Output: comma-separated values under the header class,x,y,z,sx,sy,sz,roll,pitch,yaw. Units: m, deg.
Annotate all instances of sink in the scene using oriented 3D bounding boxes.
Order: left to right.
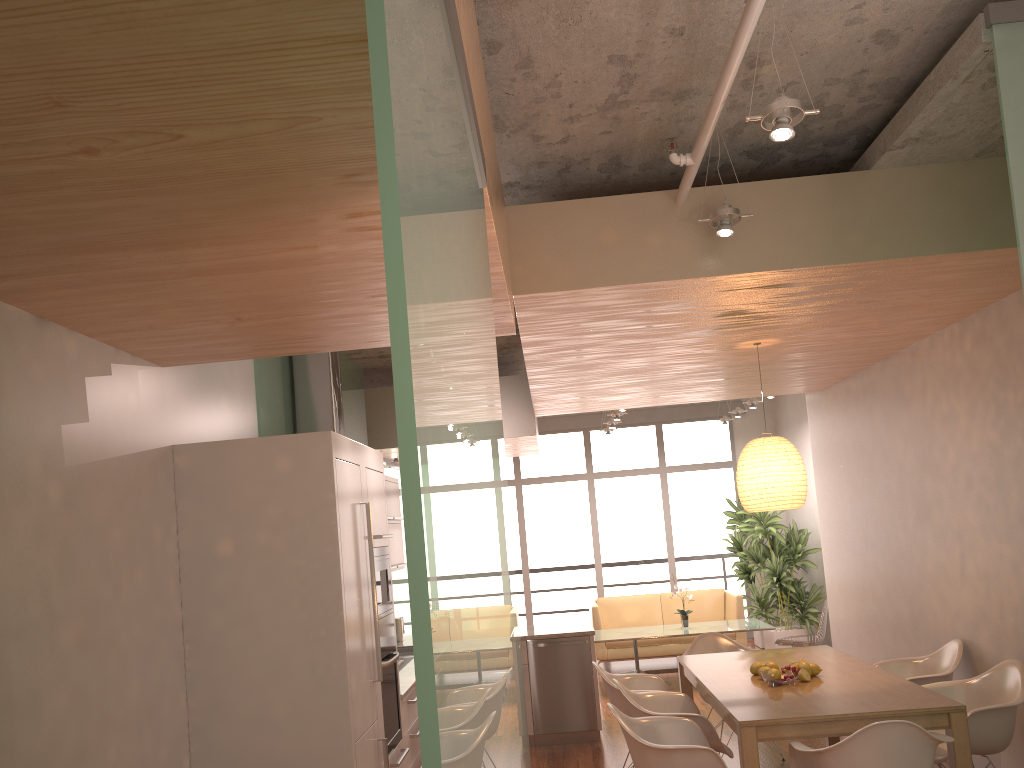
class,x,y,z,sx,sy,sz,roll,pitch,yaw
sink,-0.921,2.094,6.932,0.616,0.379,0.649,-5,-8,2

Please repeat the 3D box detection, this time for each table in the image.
class,x,y,z,sx,sy,sz,roll,pitch,yaw
table,1.825,2.936,9.558,1.872,0.555,0.949,-5,-8,3
table,1.639,2.076,5.045,1.026,0.802,2.093,-5,-9,2

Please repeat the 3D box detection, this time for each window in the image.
class,x,y,z,sx,sy,sz,roll,pitch,yaw
window,-0.863,2.250,12.478,8.566,3.257,0.062,-5,-4,3

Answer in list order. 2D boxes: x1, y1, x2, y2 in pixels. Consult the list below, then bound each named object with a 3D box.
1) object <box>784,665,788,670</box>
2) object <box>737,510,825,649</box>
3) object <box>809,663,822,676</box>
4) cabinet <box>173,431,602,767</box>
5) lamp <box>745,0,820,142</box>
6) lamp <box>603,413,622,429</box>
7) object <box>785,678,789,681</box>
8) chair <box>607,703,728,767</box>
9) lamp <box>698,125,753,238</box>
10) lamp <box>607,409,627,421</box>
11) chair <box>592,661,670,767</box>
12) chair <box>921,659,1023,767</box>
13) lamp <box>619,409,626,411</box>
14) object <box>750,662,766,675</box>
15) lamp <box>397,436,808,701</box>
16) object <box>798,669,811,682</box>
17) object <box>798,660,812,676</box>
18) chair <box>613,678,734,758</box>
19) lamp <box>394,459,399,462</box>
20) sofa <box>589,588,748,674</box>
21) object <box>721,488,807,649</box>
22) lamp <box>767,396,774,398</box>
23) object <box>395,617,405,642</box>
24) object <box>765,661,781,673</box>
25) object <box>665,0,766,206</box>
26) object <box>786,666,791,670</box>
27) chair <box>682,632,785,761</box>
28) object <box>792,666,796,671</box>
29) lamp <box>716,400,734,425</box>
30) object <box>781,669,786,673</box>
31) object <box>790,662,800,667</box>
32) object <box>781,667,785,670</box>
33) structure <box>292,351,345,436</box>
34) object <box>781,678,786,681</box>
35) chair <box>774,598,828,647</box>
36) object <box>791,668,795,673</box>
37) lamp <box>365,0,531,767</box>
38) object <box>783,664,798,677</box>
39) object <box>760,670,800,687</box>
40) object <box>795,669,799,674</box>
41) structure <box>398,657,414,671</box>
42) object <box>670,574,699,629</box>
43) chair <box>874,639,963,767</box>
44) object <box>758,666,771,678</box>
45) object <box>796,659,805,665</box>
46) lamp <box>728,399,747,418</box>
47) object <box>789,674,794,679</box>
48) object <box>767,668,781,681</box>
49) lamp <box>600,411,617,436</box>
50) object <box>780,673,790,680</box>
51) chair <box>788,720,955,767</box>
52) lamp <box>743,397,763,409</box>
class,x,y,z,sx,sy,sz,roll,pitch,yaw
object,1.562,1.612,5.018,0.025,0.026,0.026,-1,-8,-30
object,3.325,2.259,10.871,0.971,2.089,1.084,-6,-5,15
object,1.707,1.621,5.012,0.081,0.071,0.083,-4,-7,-8
cabinet,-0.371,1.652,5.938,1.915,2.255,4.285,-5,-8,2
lamp,0.831,-1.005,2.770,0.198,0.479,0.135,-2,-5,-30
lamp,1.224,0.309,10.873,0.198,0.479,0.135,-2,-5,-30
object,1.506,1.622,4.823,0.025,0.026,0.026,-9,-8,31
chair,0.835,2.008,4.420,0.642,0.842,0.691,-4,-6,-3
lamp,0.875,-0.856,3.689,0.198,0.479,0.135,-2,-5,-30
lamp,1.184,0.176,10.056,0.198,0.479,0.135,-2,-5,-30
chair,0.886,2.242,5.816,0.642,0.854,0.691,-4,-6,-3
chair,2.425,1.928,4.687,0.641,0.854,0.692,-4,-6,-8
lamp,1.144,0.044,9.239,0.198,0.479,0.135,-2,-5,-30
object,1.439,1.671,5.183,0.078,0.077,0.081,-3,-7,-12
lamp,0.274,1.299,6.529,3.218,1.336,3.097,-5,-9,2
object,1.609,1.608,4.872,0.064,0.068,0.074,-10,-9,40
object,1.649,1.604,4.970,0.074,0.093,0.076,-6,-6,10
chair,0.942,2.119,5.106,0.642,0.854,0.691,-4,-6,-3
lamp,-1.226,0.583,9.254,0.102,0.467,0.155,-3,-5,-25
sofa,1.886,3.005,10.843,1.803,0.831,0.887,-5,-7,3
object,3.344,2.369,11.545,1.087,2.089,0.968,-7,-5,20
lamp,2.668,-0.094,9.163,0.198,0.479,0.135,-2,-5,-30
object,-1.052,2.134,7.657,0.237,0.200,0.154,-5,-6,3
object,1.521,1.661,5.164,0.078,0.077,0.081,-2,-7,-23
object,0.578,-1.190,1.619,0.135,0.110,4.525,-5,-9,2
object,1.563,1.605,4.990,0.026,0.026,0.024,-9,-8,34
chair,1.613,2.300,6.525,0.682,0.854,0.650,-3,-6,-13
object,1.584,1.598,4.961,0.024,0.026,0.026,-3,-7,-17
lamp,2.787,0.304,11.614,0.198,0.479,0.135,-2,-5,-30
object,1.588,1.680,5.158,0.026,0.023,0.026,-6,-7,6
object,1.601,1.594,5.009,0.070,0.021,0.065,2,-11,-37
object,1.603,1.689,5.222,0.026,0.023,0.026,-4,-7,-5
structure,-1.295,0.011,5.902,0.255,1.125,0.264,-5,-4,2
object,1.488,1.626,4.839,0.026,0.025,0.026,-8,-8,26
chair,2.876,2.530,8.655,0.564,0.894,0.544,-7,-6,22
object,1.582,1.613,4.972,0.024,0.026,0.026,-3,-7,-17
lamp,1.205,0.724,4.527,0.448,3.368,8.254,-6,-9,20
object,1.603,1.634,5.025,0.083,0.074,0.079,0,-8,-34
object,1.474,1.619,4.850,0.174,0.060,0.176,-5,-9,2
object,1.601,1.615,4.953,0.026,0.026,0.024,-5,-6,2
structure,-0.983,1.969,6.197,0.489,0.038,0.683,-5,-9,2
object,1.861,2.355,9.566,0.298,0.585,0.374,-4,-6,-3
chair,2.533,2.064,5.558,0.643,0.854,0.690,-5,-6,2
object,1.448,1.645,5.028,0.081,0.071,0.083,-4,-7,-8
object,1.664,1.627,5.060,0.073,0.099,0.073,-9,-7,37
lamp,2.748,0.171,10.797,0.198,0.479,0.135,-2,-5,-30
object,1.536,1.609,4.848,0.026,0.026,0.023,-7,-7,15
object,1.441,1.598,4.847,0.082,0.071,0.081,-2,-8,-21
lamp,1.263,0.441,11.690,0.198,0.479,0.135,-2,-5,-30
object,1.511,1.623,4.879,0.093,0.043,0.076,3,-11,-41
chair,1.617,1.871,3.948,0.683,0.854,0.649,-4,-6,-3
lamp,2.708,0.039,9.980,0.198,0.479,0.135,-2,-5,-30
